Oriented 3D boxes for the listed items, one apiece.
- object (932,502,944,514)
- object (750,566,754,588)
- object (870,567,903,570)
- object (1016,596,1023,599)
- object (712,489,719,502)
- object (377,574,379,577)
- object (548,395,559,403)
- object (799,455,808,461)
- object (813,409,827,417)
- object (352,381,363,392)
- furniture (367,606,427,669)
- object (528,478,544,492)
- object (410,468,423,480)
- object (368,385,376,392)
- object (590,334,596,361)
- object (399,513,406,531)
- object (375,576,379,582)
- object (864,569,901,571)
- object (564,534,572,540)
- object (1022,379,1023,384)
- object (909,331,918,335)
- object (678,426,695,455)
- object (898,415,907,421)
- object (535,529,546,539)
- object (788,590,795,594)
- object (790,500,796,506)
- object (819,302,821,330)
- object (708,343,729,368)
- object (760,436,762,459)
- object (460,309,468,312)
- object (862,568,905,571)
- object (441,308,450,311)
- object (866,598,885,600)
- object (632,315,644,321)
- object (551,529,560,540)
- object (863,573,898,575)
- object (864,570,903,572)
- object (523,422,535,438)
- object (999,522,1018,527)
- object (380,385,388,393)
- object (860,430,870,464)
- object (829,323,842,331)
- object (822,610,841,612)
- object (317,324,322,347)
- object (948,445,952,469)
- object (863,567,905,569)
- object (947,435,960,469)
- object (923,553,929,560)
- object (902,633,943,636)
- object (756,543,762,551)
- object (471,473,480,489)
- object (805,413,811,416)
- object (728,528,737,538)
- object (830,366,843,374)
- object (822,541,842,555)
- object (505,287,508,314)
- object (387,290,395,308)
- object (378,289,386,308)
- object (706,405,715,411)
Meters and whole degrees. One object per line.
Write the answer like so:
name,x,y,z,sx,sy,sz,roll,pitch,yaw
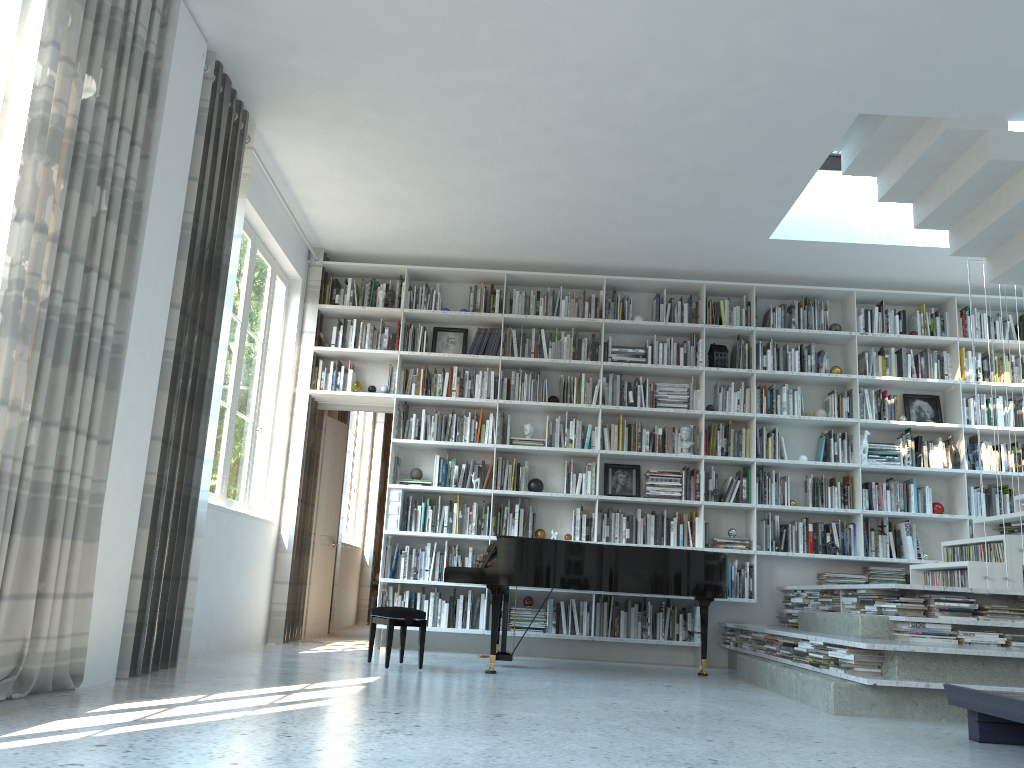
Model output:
object,3.453,1.021,7.214,0.115,0.116,0.115,8,-14,-21
object,1.900,1.576,7.041,0.011,0.259,0.142,3,-13,1
object,2.989,1.490,7.146,0.254,0.005,0.161,3,-13,2
object,3.080,1.222,5.080,0.284,0.030,0.177,3,-13,1
object,1.637,0.895,7.112,0.054,0.113,0.079,3,-13,0
object,-1.750,2.466,11.315,0.106,0.103,0.106,1,-13,8
object,0.344,0.145,7.409,0.097,0.098,0.097,14,-17,-39
object,2.391,0.621,7.283,0.072,0.072,0.071,14,-17,-39
object,2.575,0.263,7.410,0.112,0.112,0.112,8,-14,-21
object,-1.292,0.022,7.416,0.087,0.087,0.087,14,-17,-39
furniture,-0.712,1.553,5.466,0.240,0.352,0.468,9,-14,-23
object,0.195,0.840,7.274,0.134,0.135,0.134,14,-17,-39
object,-0.786,0.745,7.298,0.105,0.106,0.105,8,-14,-21
object,-1.176,0.047,7.460,0.071,0.072,0.071,8,-14,-21
object,0.684,-0.294,7.402,0.075,0.254,0.075,8,-13,-20
object,-0.871,1.109,7.094,0.045,0.146,0.045,-7,-16,38
object,-1.689,2.464,11.197,0.118,0.061,0.118,1,-13,8
object,2.988,1.501,7.146,0.254,0.005,0.161,3,-13,1
object,0.453,1.239,7.151,0.061,0.062,0.061,14,-17,-39
object,4.328,-0.043,7.344,0.203,0.136,0.095,-1,-13,16
object,3.380,-0.410,7.467,0.072,0.072,0.071,14,-17,-39
object,1.416,0.468,7.233,0.137,0.243,0.138,12,-15,-33
object,3.231,0.301,7.372,0.092,0.092,0.091,14,-17,-39
object,0.229,1.222,7.199,0.091,0.091,0.091,8,-14,-21
object,2.294,1.657,7.044,0.131,0.024,0.291,3,-13,3
object,2.284,0.983,7.238,0.072,0.072,0.071,14,-17,-39
object,2.619,-0.538,7.599,0.006,0.297,0.130,3,-13,1
object,1.733,-0.221,7.451,0.135,0.247,0.136,5,-13,-9
object,2.048,0.549,7.354,0.013,0.207,0.140,3,-13,1
object,-0.413,-0.602,7.585,0.082,0.083,0.083,8,-14,-21
object,2.989,1.496,7.148,0.285,0.005,0.160,3,-13,1
object,-0.570,-0.610,7.587,0.082,0.083,0.083,8,-14,-21
object,2.284,1.323,5.449,0.142,0.006,0.204,3,-13,-1
object,1.073,-0.536,7.556,0.105,0.105,0.105,8,-14,-21
object,0.349,1.213,7.133,0.060,0.094,0.078,-1,-13,17
object,2.984,1.533,7.139,0.254,0.005,0.161,3,-13,1
object,2.988,1.507,7.145,0.254,0.005,0.161,3,-13,1
object,0.138,0.390,7.396,0.095,0.156,0.121,0,-13,14
object,3.541,0.991,6.224,0.161,0.025,0.175,2,-13,5
object,-1.071,0.048,7.438,0.071,0.072,0.071,8,-14,-21
object,2.857,0.518,7.189,0.087,0.287,0.075,-6,-15,35
object,2.727,-0.460,7.481,0.104,0.105,0.104,14,-17,-39
object,2.274,1.579,6.155,0.145,0.010,0.267,4,-13,-3
object,-1.647,-0.408,7.566,0.035,0.295,0.177,3,-13,1
object,3.588,0.627,7.324,0.022,0.211,0.179,3,-13,1
object,2.989,1.483,7.138,0.285,0.005,0.160,2,-13,6
object,3.588,0.561,7.197,0.087,0.287,0.075,-6,-15,35
object,3.327,1.397,7.154,0.072,0.072,0.071,14,-17,-39
object,2.284,1.393,4.935,0.204,0.004,0.140,2,-13,4
object,1.984,1.322,7.158,0.072,0.072,0.071,14,-17,-39
object,-0.295,0.781,7.146,0.082,0.139,0.044,7,-13,-15
object,2.459,0.273,7.384,0.068,0.068,0.068,8,-14,-21
object,1.765,1.194,7.106,0.072,0.072,0.071,14,-17,-39
object,2.707,-0.101,7.407,0.100,0.101,0.101,8,-14,-21
object,2.531,1.299,7.011,0.160,0.113,0.065,6,-13,-11
object,-0.052,-0.673,7.638,0.012,0.284,0.160,3,-13,1
object,-1.024,-0.703,7.495,0.067,0.197,0.068,-8,-17,42
object,-1.105,-0.708,7.496,0.067,0.197,0.068,-8,-17,42
object,1.638,0.206,7.327,0.072,0.072,0.071,14,-17,-39
